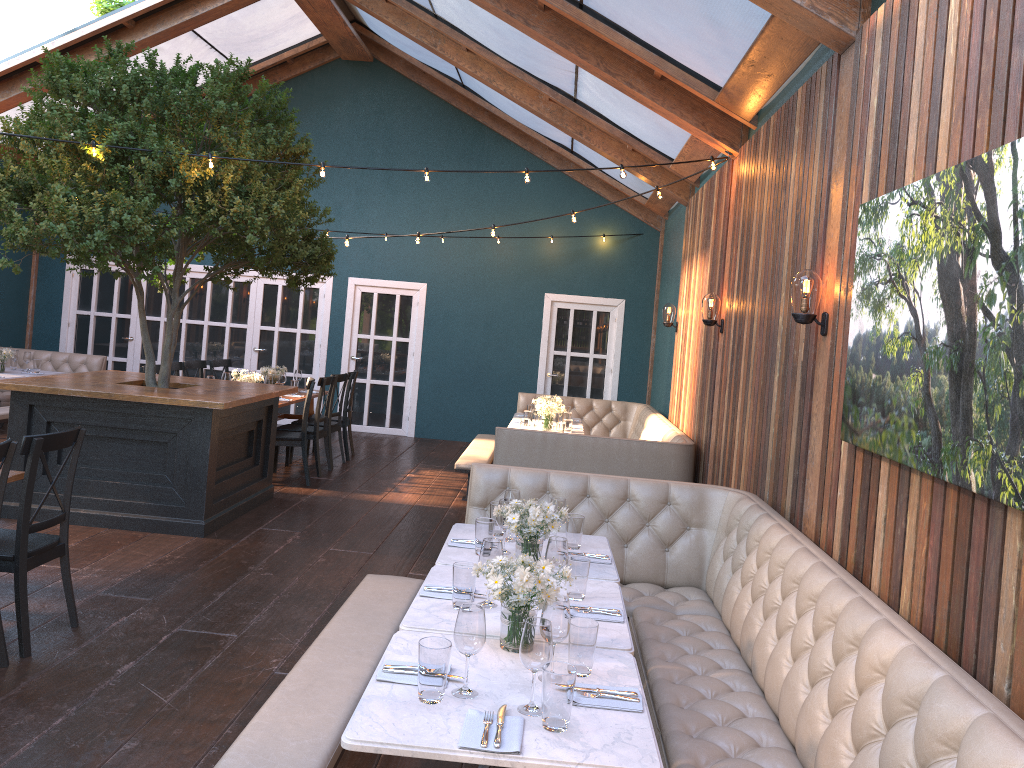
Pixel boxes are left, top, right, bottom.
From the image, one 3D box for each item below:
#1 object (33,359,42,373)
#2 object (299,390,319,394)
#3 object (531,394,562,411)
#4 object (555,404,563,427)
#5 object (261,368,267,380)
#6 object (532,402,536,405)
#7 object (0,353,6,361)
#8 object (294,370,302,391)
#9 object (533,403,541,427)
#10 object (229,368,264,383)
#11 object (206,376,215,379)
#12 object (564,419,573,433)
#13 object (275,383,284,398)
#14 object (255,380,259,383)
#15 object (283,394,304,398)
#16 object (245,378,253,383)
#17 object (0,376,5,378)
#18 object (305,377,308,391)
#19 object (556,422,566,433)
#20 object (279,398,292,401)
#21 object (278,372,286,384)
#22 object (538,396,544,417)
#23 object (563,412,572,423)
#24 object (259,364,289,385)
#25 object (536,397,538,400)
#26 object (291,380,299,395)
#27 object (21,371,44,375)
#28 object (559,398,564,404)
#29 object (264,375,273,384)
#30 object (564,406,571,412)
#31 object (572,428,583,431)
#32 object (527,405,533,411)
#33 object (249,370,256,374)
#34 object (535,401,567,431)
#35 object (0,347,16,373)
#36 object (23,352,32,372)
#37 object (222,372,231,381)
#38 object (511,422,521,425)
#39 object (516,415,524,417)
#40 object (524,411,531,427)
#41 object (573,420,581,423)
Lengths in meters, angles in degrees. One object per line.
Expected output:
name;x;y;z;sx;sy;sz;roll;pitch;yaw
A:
object;-5.721;-0.218;10.660;0.091;0.158;0.092;5;1;-11
object;-2.402;0.089;10.391;0.255;0.019;0.158;5;4;3
object;0.405;0.267;9.907;0.335;0.309;0.330;4;2;-32
object;0.506;0.339;9.445;0.092;0.244;0.092;4;1;-39
object;-2.900;-0.065;10.372;0.092;0.244;0.092;4;1;-45
object;0.271;0.296;10.442;0.091;0.158;0.092;5;1;-11
object;-6.033;-0.275;10.475;0.092;0.244;0.092;4;1;-45
object;-2.546;-0.044;10.506;0.092;0.244;0.092;4;1;-45
object;0.257;0.325;9.339;0.092;0.244;0.092;4;1;-39
object;-2.737;-0.001;9.119;0.329;0.309;0.336;5;2;18
object;-2.960;0.044;8.659;0.092;0.244;0.092;4;1;-39
object;0.552;0.431;8.756;0.091;0.158;0.092;5;1;-11
object;-2.494;0.073;9.459;0.092;0.158;0.091;6;1;39
object;-2.994;-0.026;10.312;0.092;0.158;0.091;5;1;29
object;-2.438;0.125;9.797;0.255;0.019;0.158;5;4;3
object;-2.617;0.064;8.783;0.092;0.244;0.092;4;1;-39
object;-5.726;-0.086;9.708;0.255;0.019;0.158;5;4;3
object;-2.436;0.004;10.567;0.092;0.158;0.091;5;1;29
object;0.458;0.449;8.377;0.091;0.158;0.092;5;1;-11
object;-2.443;0.158;9.288;0.255;0.019;0.158;5;4;3
object;-2.577;-0.007;9.904;0.092;0.244;0.092;4;1;-45
object;0.334;0.264;10.351;0.092;0.244;0.092;4;1;-45
object;0.593;0.385;9.505;0.091;0.158;0.092;5;1;-11
object;-2.747;-0.070;10.154;0.329;0.309;0.336;5;2;1
object;0.308;0.278;10.110;0.092;0.244;0.092;4;1;-45
object;-2.456;0.041;9.984;0.092;0.158;0.091;5;1;29
object;-5.692;-0.133;10.469;0.255;0.019;0.158;5;4;3
object;0.550;0.290;10.244;0.092;0.244;0.092;4;1;-45
object;-2.584;0.028;9.379;0.092;0.244;0.092;4;1;-39
object;0.637;0.336;10.305;0.091;0.158;0.092;5;1;-11
object;0.627;0.469;9.343;0.255;0.019;0.158;5;4;3
object;0.213;0.317;10.050;0.091;0.158;0.092;5;1;-11
object;-2.882;-0.025;9.797;0.092;0.244;0.092;4;1;-45
object;0.373;0.320;9.076;0.328;0.309;0.337;3;3;-45
object;-5.940;-0.286;10.261;0.335;0.309;0.330;4;2;-32
object;-5.801;-0.263;10.582;0.092;0.244;0.092;4;1;-45
object;-2.985;0.004;9.231;0.092;0.244;0.092;4;1;-39
object;0.117;0.420;9.440;0.255;0.019;0.158;5;4;3
object;0.168;0.373;10.212;0.255;0.019;0.158;5;4;3
object;0.163;0.364;9.278;0.091;0.158;0.092;5;1;-11
object;0.672;0.419;10.143;0.255;0.019;0.158;5;4;3
